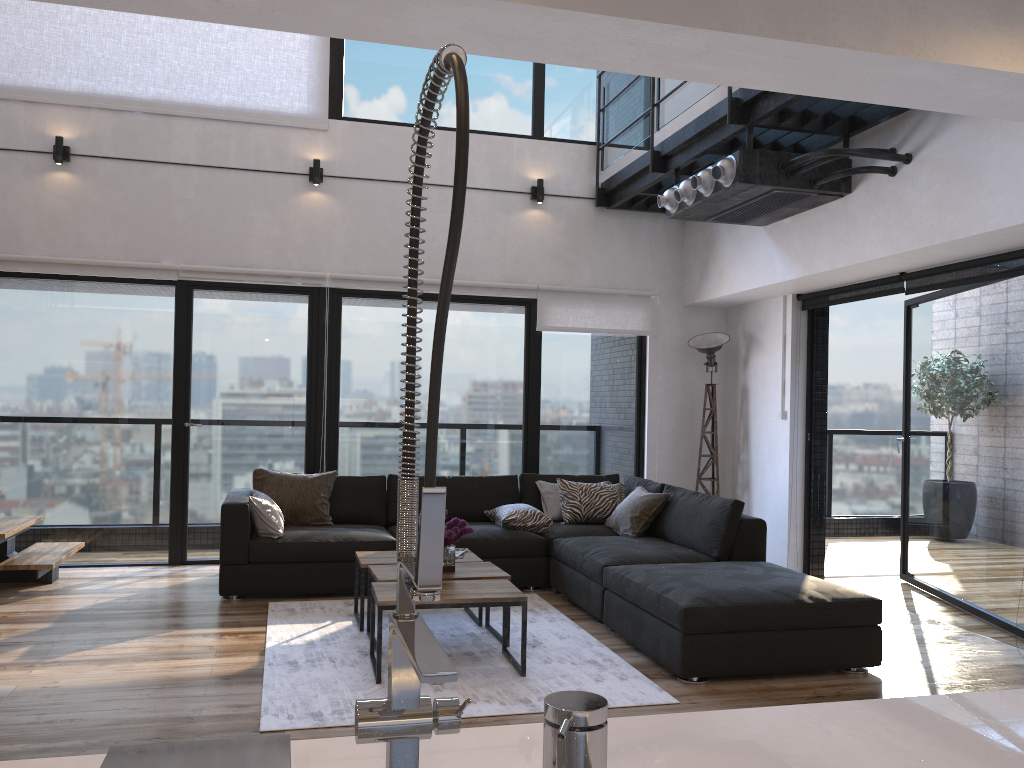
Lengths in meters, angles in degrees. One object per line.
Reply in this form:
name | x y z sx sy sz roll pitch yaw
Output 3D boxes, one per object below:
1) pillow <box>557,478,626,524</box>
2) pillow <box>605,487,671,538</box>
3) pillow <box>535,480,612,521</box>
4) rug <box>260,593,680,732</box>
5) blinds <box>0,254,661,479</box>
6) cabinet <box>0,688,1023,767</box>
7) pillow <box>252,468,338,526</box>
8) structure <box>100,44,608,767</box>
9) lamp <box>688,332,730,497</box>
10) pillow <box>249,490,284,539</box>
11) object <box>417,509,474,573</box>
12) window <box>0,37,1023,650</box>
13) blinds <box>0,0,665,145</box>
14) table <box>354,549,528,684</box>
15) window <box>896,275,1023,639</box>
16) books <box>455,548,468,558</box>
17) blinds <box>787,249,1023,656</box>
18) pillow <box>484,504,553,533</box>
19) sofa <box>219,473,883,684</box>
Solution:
pillow | 0.579 0.829 6.269 0.532 0.314 0.250 1 -1 -11
pillow | 0.822 0.854 5.913 0.273 0.309 0.547 1 -1 -15
pillow | 0.477 0.853 6.404 0.611 0.294 0.234 2 -1 -14
rug | -0.376 1.287 4.403 1.637 0.003 2.113 2 -2 -14
blinds | -1.355 0.198 6.540 5.369 2.043 0.095 2 -1 -14
cabinet | -0.123 -0.047 0.131 9.116 2.871 2.474 2 -1 -14
pillow | -1.476 0.759 5.934 0.609 0.382 0.265 2 -1 -14
structure | -0.179 0.094 1.008 0.507 0.812 0.392 1 -1 25
lamp | 1.192 0.479 6.818 1.468 1.827 0.425 2 -1 -29
pillow | -1.539 0.814 5.570 0.212 0.265 0.498 1 -1 -14
object | -0.367 0.768 4.468 0.342 0.343 0.375 1 -1 -13
window | -1.123 -1.295 4.900 13.398 5.566 5.664 2 -1 -14
blinds | -3.423 -2.711 5.066 10.206 2.975 1.995 2 -1 -36
table | -0.387 1.113 4.440 0.697 0.350 1.298 2 -1 -14
window | 2.823 0.375 5.316 0.100 2.050 2.449 1 -1 2
books | -0.367 0.946 4.969 0.228 0.013 0.295 1 -2 6
blinds | 3.255 0.353 4.718 3.860 2.052 1.829 0 -1 30
pillow | 0.036 0.920 6.102 0.356 0.177 0.531 2 -1 -16
sofa | -0.128 0.964 5.123 3.044 0.700 2.999 2 -2 -14
